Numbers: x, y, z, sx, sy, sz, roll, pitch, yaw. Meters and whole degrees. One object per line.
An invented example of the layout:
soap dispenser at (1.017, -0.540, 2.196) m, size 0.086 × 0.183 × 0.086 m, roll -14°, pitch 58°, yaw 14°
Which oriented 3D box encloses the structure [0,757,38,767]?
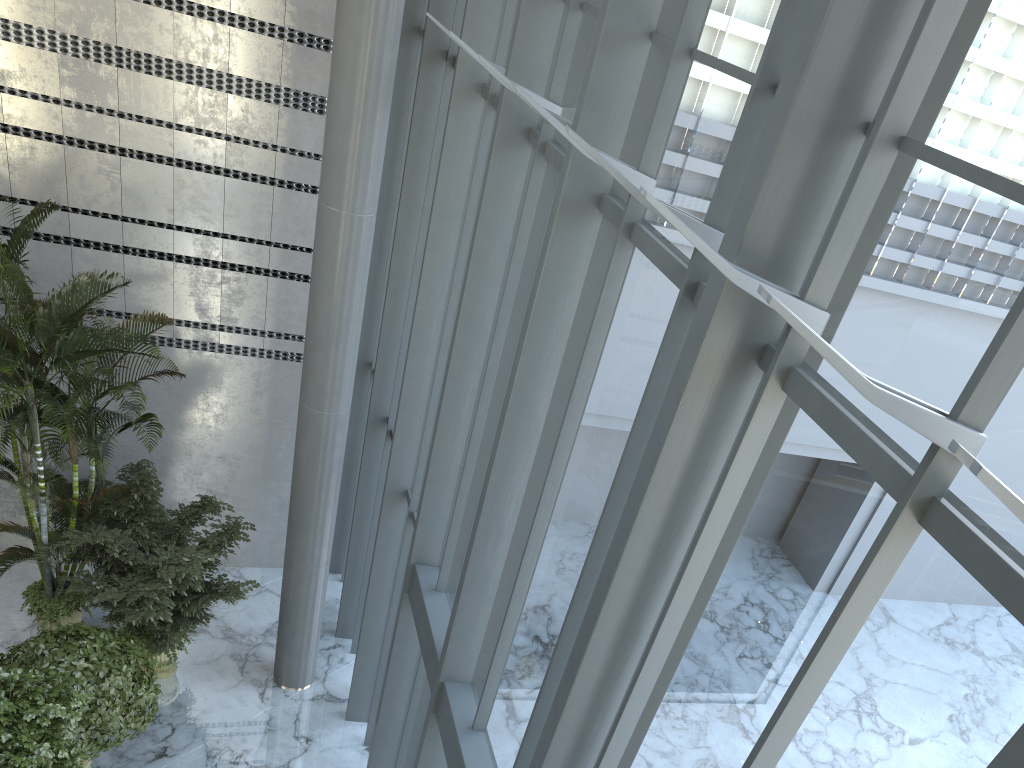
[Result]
structure at (-3.948, 3.760, 6.212) m, size 1.617 × 2.122 × 1.822 m, roll 20°, pitch 29°, yaw 8°

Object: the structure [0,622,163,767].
structure at (-4.131, 2.987, 7.988) m, size 1.327 × 1.805 × 1.538 m, roll 35°, pitch 34°, yaw 30°

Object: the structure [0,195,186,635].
structure at (-4.592, 0.709, 8.267) m, size 2.488 × 5.206 × 2.200 m, roll 6°, pitch 32°, yaw -15°

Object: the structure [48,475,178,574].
structure at (-4.685, 1.814, 10.027) m, size 1.348 × 1.731 × 1.046 m, roll 25°, pitch 31°, yaw 15°

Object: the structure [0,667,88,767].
structure at (-4.343, 3.121, 7.122) m, size 1.375 × 2.201 × 1.109 m, roll 16°, pitch 30°, yaw 1°

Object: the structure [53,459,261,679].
structure at (-3.746, 2.148, 9.025) m, size 1.867 × 2.570 × 1.652 m, roll -6°, pitch 36°, yaw -33°

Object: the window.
window at (-7.179, -0.830, 2.583) m, size 18.883 × 11.320 × 11.896 m, roll 12°, pitch 29°, yaw -10°
